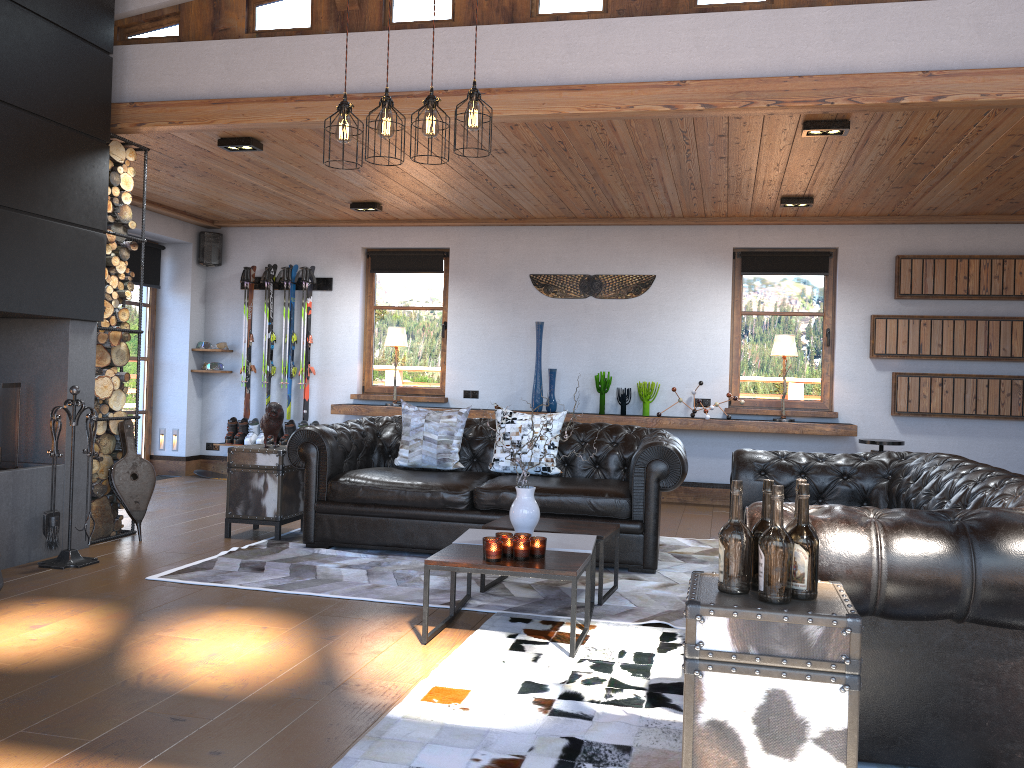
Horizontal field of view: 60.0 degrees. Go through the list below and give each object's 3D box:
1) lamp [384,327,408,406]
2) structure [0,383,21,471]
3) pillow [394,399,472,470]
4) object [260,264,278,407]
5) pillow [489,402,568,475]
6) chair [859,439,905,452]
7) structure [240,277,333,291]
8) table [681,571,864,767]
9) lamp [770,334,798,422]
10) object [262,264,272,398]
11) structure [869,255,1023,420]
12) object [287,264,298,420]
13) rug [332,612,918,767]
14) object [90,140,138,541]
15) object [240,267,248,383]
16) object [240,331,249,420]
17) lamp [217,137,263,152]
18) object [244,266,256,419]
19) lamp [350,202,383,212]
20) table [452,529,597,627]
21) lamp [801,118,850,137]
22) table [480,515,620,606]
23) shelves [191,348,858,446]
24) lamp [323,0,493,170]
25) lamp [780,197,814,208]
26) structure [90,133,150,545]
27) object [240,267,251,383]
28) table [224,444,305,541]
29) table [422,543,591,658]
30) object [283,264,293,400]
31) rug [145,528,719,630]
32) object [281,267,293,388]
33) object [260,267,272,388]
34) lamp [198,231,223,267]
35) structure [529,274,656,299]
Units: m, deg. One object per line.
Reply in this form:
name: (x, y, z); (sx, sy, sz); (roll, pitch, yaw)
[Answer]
lamp: (-1.127, 0.171, 9.102); (0.244, 1.481, 0.636); (2, 0, 17)
structure: (-2.947, 0.251, 4.748); (0.182, 0.514, 0.987); (2, 0, 13)
pillow: (-0.551, 0.344, 6.157); (0.525, 0.469, 0.285); (2, 0, 16)
object: (-2.521, -0.446, 9.190); (0.103, 1.622, 0.255); (2, 0, 10)
pillow: (0.109, 0.366, 6.012); (0.525, 0.469, 0.285); (2, 0, 16)
chair: (3.112, 0.836, 7.489); (0.391, 0.721, 0.395); (2, 0, 13)
structure: (-2.412, -1.057, 9.219); (1.045, 0.135, 0.320); (2, 0, 12)
table: (0.651, 0.836, 2.278); (0.415, 0.609, 0.407); (2, 0, 13)
lamp: (2.487, 0.291, 8.287); (0.245, 1.481, 0.633); (2, 0, 5)
object: (-2.565, -0.448, 9.284); (0.072, 1.622, 0.112); (2, 0, 13)
structure: (4.188, -0.416, 7.961); (1.843, 1.445, 0.322); (2, 0, 12)
object: (-2.271, -0.439, 9.240); (0.072, 1.622, 0.112); (2, 0, 13)
rug: (0.626, 1.113, 2.139); (2.419, 0.053, 3.829); (2, 0, 14)
object: (-2.815, -0.296, 5.822); (0.464, 2.612, 0.496); (2, 0, 13)
object: (-2.775, -0.593, 9.153); (0.059, 1.250, 0.121); (2, 0, -5)
object: (-2.802, -0.425, 9.310); (0.095, 1.606, 0.116); (2, 0, 13)
lamp: (-1.845, -1.633, 6.024); (0.260, 0.068, 0.156); (2, 0, 13)
object: (-2.710, -0.437, 9.279); (0.095, 1.606, 0.116); (2, 0, 13)
lamp: (-1.338, -1.632, 8.145); (0.260, 0.068, 0.156); (2, 0, 13)
table: (0.068, 0.924, 4.287); (0.648, 0.350, 0.401); (2, 0, 8)
lamp: (1.843, -1.510, 5.215); (0.260, 0.068, 0.156); (2, 0, 13)
table: (0.210, 0.925, 4.725); (0.646, 0.350, 0.403); (2, 0, 18)
shelves: (-0.141, 0.227, 8.718); (6.608, 0.989, 0.615); (2, 0, 13)
lamp: (-0.467, -2.134, 4.187); (0.802, 2.202, 0.262); (2, 0, 3)
lamp: (2.355, -1.509, 7.337); (0.260, 0.068, 0.156); (2, 0, 13)
structure: (-2.805, -0.302, 5.827); (0.509, 2.617, 0.504); (2, 0, 13)
object: (-2.793, -0.594, 9.232); (0.121, 1.250, 0.059); (2, 0, -5)
table: (-1.681, 0.734, 6.105); (0.415, 0.609, 0.407); (2, 0, 13)
table: (-0.011, 0.925, 3.854); (0.647, 0.350, 0.402); (2, 0, 13)
object: (-2.341, -0.441, 9.267); (0.072, 1.622, 0.112); (2, 0, 13)
rug: (0.293, 1.079, 5.430); (4.023, 0.053, 2.444); (2, 0, 13)
object: (-2.338, -0.579, 9.132); (0.121, 1.250, 0.059); (2, 0, -5)
object: (-2.565, -0.587, 9.182); (0.121, 1.250, 0.059); (2, 0, -5)
lamp: (-3.210, -1.434, 9.432); (0.212, 0.349, 0.214); (2, 0, 13)
structure: (0.766, -0.950, 8.618); (1.242, 0.240, 0.099); (2, 0, 12)
